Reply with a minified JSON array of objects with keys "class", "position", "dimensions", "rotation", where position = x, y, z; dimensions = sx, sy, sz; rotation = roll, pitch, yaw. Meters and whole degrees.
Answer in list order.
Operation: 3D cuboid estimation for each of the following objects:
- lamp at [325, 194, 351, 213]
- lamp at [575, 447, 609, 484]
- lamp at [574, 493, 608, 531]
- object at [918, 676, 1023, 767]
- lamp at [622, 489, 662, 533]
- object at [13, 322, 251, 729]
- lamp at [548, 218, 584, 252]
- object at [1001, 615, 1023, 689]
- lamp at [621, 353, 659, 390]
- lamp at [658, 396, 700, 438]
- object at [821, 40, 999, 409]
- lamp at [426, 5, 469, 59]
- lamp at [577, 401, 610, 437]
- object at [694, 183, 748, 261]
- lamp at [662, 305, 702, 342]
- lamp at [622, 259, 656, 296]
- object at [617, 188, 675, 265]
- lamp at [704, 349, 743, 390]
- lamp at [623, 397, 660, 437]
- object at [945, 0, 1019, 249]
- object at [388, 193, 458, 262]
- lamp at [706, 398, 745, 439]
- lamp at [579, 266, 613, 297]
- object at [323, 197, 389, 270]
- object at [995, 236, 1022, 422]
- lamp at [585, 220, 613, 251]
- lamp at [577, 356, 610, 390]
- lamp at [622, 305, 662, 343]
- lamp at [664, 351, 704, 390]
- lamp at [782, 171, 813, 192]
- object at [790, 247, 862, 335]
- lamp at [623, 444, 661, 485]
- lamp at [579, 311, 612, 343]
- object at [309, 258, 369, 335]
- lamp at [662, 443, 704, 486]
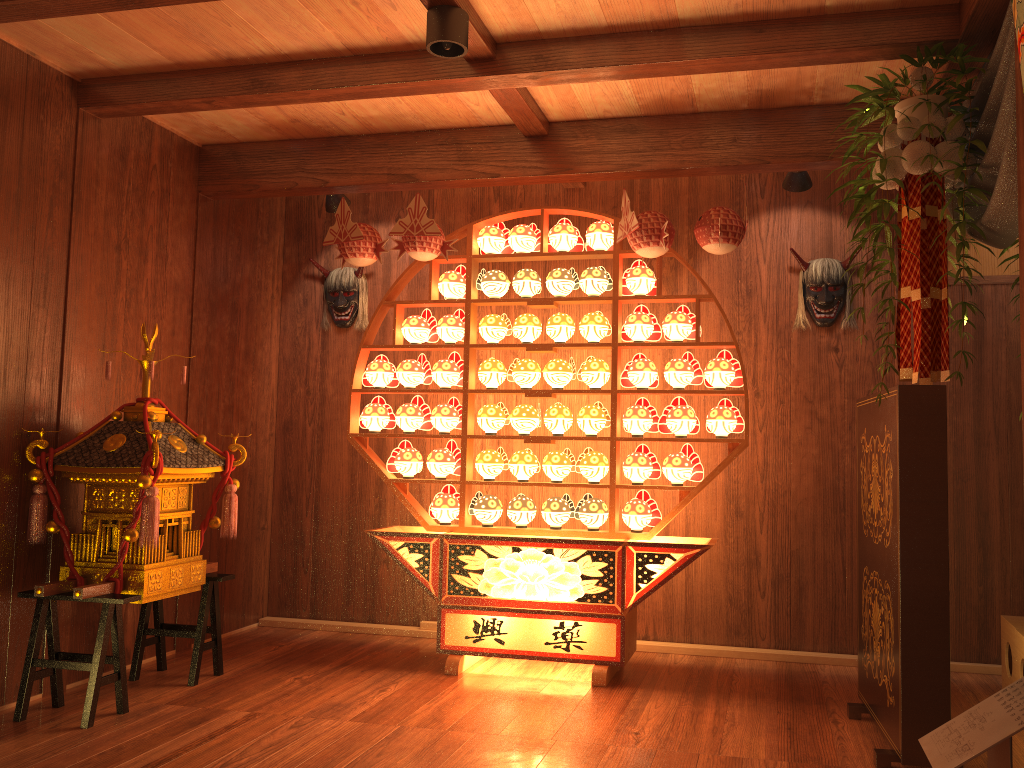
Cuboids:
[{"class":"lamp","position":[-0.920,-0.983,4.647],"dimensions":[0.135,0.176,0.175],"rotation":[1,-4,1]},{"class":"lamp","position":[0.391,0.384,4.163],"dimensions":[0.143,0.173,0.153],"rotation":[3,-5,-20]},{"class":"lamp","position":[0.386,0.602,4.148],"dimensions":[0.143,0.173,0.153],"rotation":[3,-5,-20]},{"class":"object","position":[1.047,0.898,1.900],"dimensions":[0.295,0.560,0.254],"rotation":[0,-5,14]},{"class":"lamp","position":[0.577,0.590,4.105],"dimensions":[0.189,0.197,0.162],"rotation":[-1,-5,29]},{"class":"object","position":[-1.527,0.501,3.619],"dimensions":[0.598,1.514,0.822],"rotation":[0,-5,15]},{"class":"lamp","position":[0.249,-0.728,4.285],"dimensions":[0.199,0.200,0.158],"rotation":[1,-4,4]},{"class":"object","position":[2.079,1.133,3.231],"dimensions":[0.319,0.330,1.318],"rotation":[0,-5,20]},{"class":"lamp","position":[0.615,-0.062,4.148],"dimensions":[0.191,0.187,0.156],"rotation":[2,-4,-6]},{"class":"lamp","position":[0.785,0.151,4.091],"dimensions":[0.201,0.200,0.157],"rotation":[1,-4,-1]},{"class":"object","position":[1.373,-0.537,3.011],"dimensions":[0.568,1.260,0.713],"rotation":[1,-4,4]},{"class":"lamp","position":[-0.217,-1.184,2.975],"dimensions":[0.144,0.120,0.135],"rotation":[4,-5,-30]},{"class":"lamp","position":[0.373,0.164,4.183],"dimensions":[0.135,0.173,0.161],"rotation":[-1,-5,30]},{"class":"object","position":[0.913,-0.724,3.883],"dimensions":[0.225,0.318,0.371],"rotation":[0,-4,11]},{"class":"lamp","position":[0.770,-0.286,4.130],"dimensions":[0.184,0.195,0.162],"rotation":[-1,-5,29]},{"class":"lamp","position":[0.610,-0.508,4.185],"dimensions":[0.201,0.200,0.157],"rotation":[1,-4,-1]},{"class":"object","position":[0.613,-0.712,3.949],"dimensions":[0.243,0.314,0.361],"rotation":[2,-4,-7]},{"class":"lamp","position":[0.954,-0.068,4.071],"dimensions":[0.194,0.200,0.162],"rotation":[-1,-5,29]},{"class":"lamp","position":[0.586,0.153,4.135],"dimensions":[0.184,0.195,0.161],"rotation":[-1,-5,24]},{"class":"object","position":[1.578,-0.803,2.960],"dimensions":[0.093,0.751,1.525],"rotation":[0,-4,16]},{"class":"object","position":[-0.418,-0.726,4.189],"dimensions":[0.342,0.306,0.218],"rotation":[0,-5,14]},{"class":"lamp","position":[0.959,0.155,4.050],"dimensions":[0.178,0.192,0.161],"rotation":[-1,-5,24]},{"class":"lamp","position":[0.389,-0.495,4.234],"dimensions":[0.135,0.173,0.161],"rotation":[-1,-5,30]},{"class":"object","position":[-0.733,-0.717,4.253],"dimensions":[0.353,0.311,0.246],"rotation":[-2,-6,40]},{"class":"object","position":[2.246,-0.475,3.621],"dimensions":[0.745,1.260,0.540],"rotation":[1,-4,0]},{"class":"lamp","position":[0.421,-0.722,4.245],"dimensions":[0.185,0.188,0.160],"rotation":[0,-5,19]},{"class":"lamp","position":[0.400,-0.056,4.198],"dimensions":[0.142,0.173,0.154],"rotation":[2,-5,-15]},{"class":"lamp","position":[0.598,-0.289,4.169],"dimensions":[0.197,0.200,0.159],"rotation":[0,-5,14]},{"class":"lamp","position":[0.772,-0.064,4.115],"dimensions":[0.175,0.191,0.162],"rotation":[-3,-6,44]},{"class":"lamp","position":[1.325,-0.979,4.138],"dimensions":[0.131,0.177,0.180],"rotation":[-2,-5,34]},{"class":"object","position":[1.600,-0.464,4.503],"dimensions":[0.358,0.453,0.140],"rotation":[0,-5,13]},{"class":"lamp","position":[0.584,0.373,4.118],"dimensions":[0.181,0.194,0.161],"rotation":[-1,-5,24]},{"class":"lamp","position":[0.388,-0.276,4.215],"dimensions":[0.136,0.173,0.160],"rotation":[0,-5,20]},{"class":"object","position":[-0.982,-0.496,5.092],"dimensions":[0.358,0.453,0.140],"rotation":[0,-5,13]},{"class":"lamp","position":[0.758,0.371,4.080],"dimensions":[0.162,0.200,0.193],"rotation":[5,-6,-40]}]
